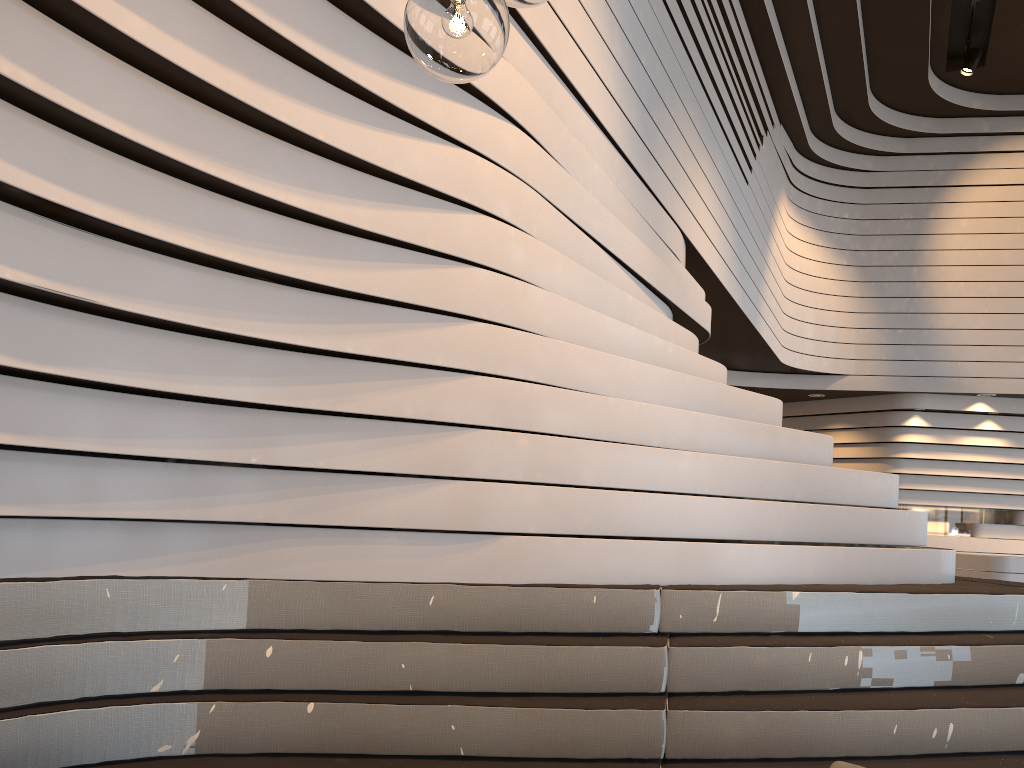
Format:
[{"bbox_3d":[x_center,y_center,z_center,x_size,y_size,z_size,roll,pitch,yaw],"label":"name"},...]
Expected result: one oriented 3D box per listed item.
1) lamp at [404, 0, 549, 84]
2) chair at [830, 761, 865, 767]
[{"bbox_3d":[-0.031,-2.844,1.396,0.531,4.692,0.335,3,-2,-14],"label":"lamp"},{"bbox_3d":[0.273,1.001,1.379,0.713,0.762,0.659,1,-5,24],"label":"chair"}]
